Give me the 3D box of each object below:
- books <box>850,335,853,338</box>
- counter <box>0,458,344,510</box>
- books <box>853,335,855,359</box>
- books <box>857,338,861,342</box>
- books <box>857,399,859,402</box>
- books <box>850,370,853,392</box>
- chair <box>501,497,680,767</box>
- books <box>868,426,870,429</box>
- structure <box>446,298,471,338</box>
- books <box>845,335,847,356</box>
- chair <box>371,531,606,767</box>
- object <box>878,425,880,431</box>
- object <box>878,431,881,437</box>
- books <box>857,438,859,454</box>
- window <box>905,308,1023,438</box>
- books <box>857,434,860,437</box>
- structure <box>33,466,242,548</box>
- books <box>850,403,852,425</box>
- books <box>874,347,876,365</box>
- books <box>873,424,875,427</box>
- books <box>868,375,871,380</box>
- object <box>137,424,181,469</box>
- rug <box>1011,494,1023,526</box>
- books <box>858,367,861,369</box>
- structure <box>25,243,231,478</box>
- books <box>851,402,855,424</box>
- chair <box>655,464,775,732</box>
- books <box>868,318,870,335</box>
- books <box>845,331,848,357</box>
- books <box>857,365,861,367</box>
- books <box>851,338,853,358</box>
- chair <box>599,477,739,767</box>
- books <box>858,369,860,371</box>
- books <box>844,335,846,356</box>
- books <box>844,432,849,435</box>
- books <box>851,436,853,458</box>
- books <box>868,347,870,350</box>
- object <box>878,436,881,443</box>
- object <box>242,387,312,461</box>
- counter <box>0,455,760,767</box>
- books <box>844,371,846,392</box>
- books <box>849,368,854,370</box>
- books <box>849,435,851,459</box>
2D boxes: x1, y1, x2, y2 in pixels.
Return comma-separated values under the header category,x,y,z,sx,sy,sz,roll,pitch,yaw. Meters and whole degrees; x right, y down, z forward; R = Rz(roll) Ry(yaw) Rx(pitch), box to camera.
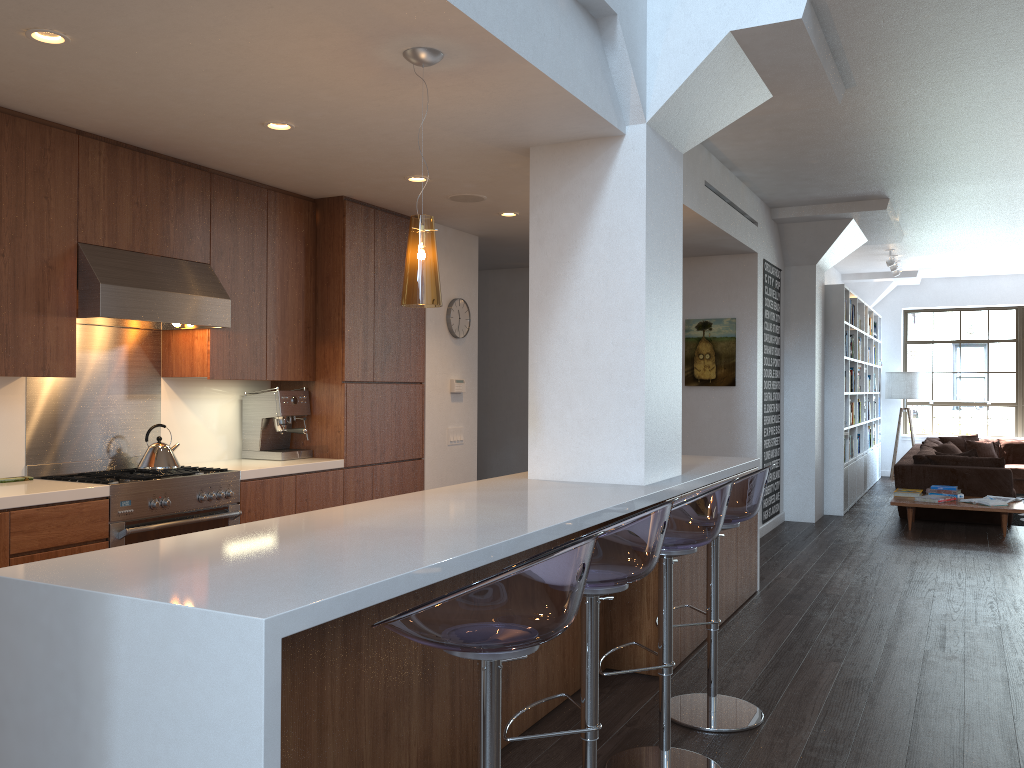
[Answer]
category,x,y,z,sx,sy,sz,roll,pitch,yaw
books,3.864,-0.425,10.308,0.198,0.284,0.049,0,0,27
counter,-2.309,0.476,3.680,0.600,0.050,4.387,0,0,27
books,3.902,-0.428,10.347,0.176,0.291,0.053,0,0,27
books,4.208,-0.424,10.942,0.176,0.290,0.053,0,0,27
books,4.148,0.326,10.829,0.176,0.290,0.036,0,0,27
books,3.787,-0.033,10.108,0.182,0.253,0.034,0,0,27
chair,0.215,0.811,2.456,0.481,1.014,0.530,0,0,25
books,4.772,0.714,12.048,0.176,0.290,0.036,0,0,27
structure,-0.401,-0.494,6.680,0.040,0.300,0.300,0,0,27
books,3.514,-0.410,9.571,0.174,0.242,0.105,0,0,27
chair,-0.049,0.807,1.880,0.481,1.014,0.530,0,0,29
object,5.253,0.647,13.094,0.316,0.088,0.410,0,0,27
object,5.259,0.735,13.090,0.331,0.088,0.410,0,0,27
books,4.162,0.754,10.846,0.139,0.191,0.036,0,0,27
window,8.146,-0.159,12.652,4.648,1.905,0.114,0,0,27
books,4.261,0.735,11.050,0.140,0.231,0.042,0,0,27
structure,-1.871,0.906,4.475,0.662,0.919,0.811,0,0,27
books,3.788,0.343,10.126,0.171,0.246,0.057,0,0,27
books,5.067,-0.391,12.594,0.183,0.253,0.034,0,0,27
books,5.094,0.714,12.640,0.140,0.298,0.044,0,0,27
books,4.837,-0.006,12.141,0.140,0.231,0.042,0,0,27
object,-1.893,0.331,4.760,0.222,0.235,0.222,0,0,2
rug,7.357,1.391,9.049,4.200,0.007,3.100,0,0,29
books,4.218,-0.210,10.978,0.129,0.043,0.185,0,0,42
structure,-1.925,-0.097,4.510,0.529,1.110,0.811,0,0,27
books,3.905,0.340,10.349,0.183,0.253,0.034,0,0,27
chair,0.808,0.820,3.576,0.481,1.014,0.530,0,0,29
books,4.718,-0.765,11.931,0.171,0.246,0.057,0,0,27
books,3.557,-0.433,9.636,0.176,0.290,0.053,0,0,27
books,4.035,-0.215,10.588,0.223,0.027,0.161,0,0,37
books,3.828,-0.404,10.198,0.174,0.240,0.054,0,0,27
chair,0.520,0.815,3.015,0.481,1.014,0.530,0,0,25
books,4.214,-0.176,10.984,0.144,0.024,0.208,0,0,32
books,3.480,-0.406,9.495,0.172,0.235,0.112,0,0,27
books,3.469,0.528,9.491,0.223,0.027,0.161,0,0,37
books,3.810,0.718,10.173,0.183,0.253,0.042,0,0,27
books,4.804,-0.385,12.102,0.140,0.231,0.042,0,0,27
object,5.258,0.823,13.090,0.331,0.088,0.410,0,0,27
object,-1.415,0.246,5.524,0.439,0.455,0.284,0,0,27
counter,0.241,0.889,2.093,3.039,0.860,8.182,0,0,-2
books,3.554,-0.026,9.641,0.140,0.231,0.042,0,0,27
books,3.891,-0.050,10.321,0.176,0.294,0.102,0,0,27
books,3.766,0.714,10.099,0.180,0.259,0.042,0,0,27
